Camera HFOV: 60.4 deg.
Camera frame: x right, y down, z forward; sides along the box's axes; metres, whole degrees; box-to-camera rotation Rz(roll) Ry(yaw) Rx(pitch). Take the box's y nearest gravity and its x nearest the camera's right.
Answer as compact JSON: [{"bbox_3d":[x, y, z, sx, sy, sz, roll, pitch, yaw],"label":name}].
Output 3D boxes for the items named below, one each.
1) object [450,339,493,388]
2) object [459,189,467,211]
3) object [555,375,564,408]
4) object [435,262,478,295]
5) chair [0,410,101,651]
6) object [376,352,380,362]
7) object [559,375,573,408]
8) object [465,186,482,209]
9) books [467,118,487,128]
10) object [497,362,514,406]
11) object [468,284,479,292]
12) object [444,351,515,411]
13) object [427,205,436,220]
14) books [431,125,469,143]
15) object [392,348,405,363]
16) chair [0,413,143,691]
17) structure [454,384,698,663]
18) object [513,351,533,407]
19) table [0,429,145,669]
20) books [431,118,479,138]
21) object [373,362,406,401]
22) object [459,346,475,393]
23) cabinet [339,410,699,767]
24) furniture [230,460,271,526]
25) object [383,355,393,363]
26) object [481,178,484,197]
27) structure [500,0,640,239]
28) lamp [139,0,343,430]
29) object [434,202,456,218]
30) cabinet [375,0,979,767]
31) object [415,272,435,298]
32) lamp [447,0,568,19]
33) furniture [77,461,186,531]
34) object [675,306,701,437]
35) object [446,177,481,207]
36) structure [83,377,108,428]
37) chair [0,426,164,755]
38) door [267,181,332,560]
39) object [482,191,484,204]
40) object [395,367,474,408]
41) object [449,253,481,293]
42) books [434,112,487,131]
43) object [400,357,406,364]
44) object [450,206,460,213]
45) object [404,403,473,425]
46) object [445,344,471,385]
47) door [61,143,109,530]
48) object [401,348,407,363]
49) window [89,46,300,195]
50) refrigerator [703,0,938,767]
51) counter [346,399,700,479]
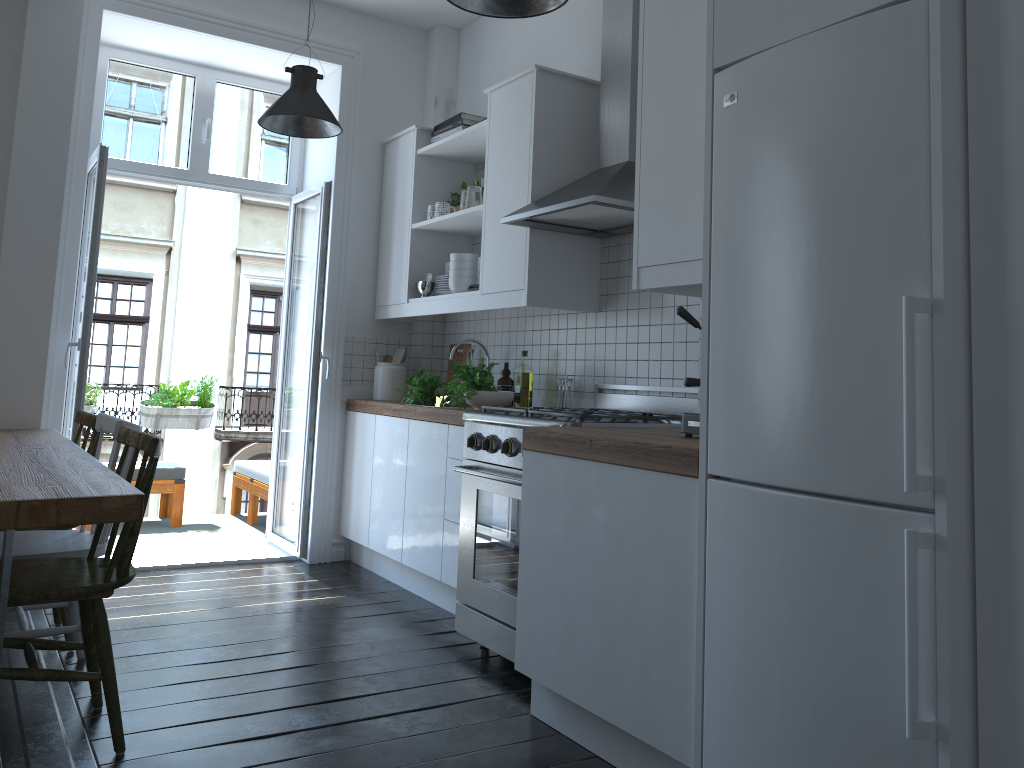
[{"bbox_3d":[-0.162,-0.050,4.437,0.188,0.357,0.272,-1,-5,34],"label":"object"},{"bbox_3d":[-0.218,-0.898,4.356,0.086,0.121,0.085,3,-4,-9],"label":"object"},{"bbox_3d":[0.224,0.047,3.972,0.059,0.175,0.058,4,-6,-18],"label":"object"},{"bbox_3d":[-0.252,-0.534,4.627,0.304,0.197,0.299,3,-2,-31],"label":"object"},{"bbox_3d":[-1.792,0.521,3.234,0.483,0.837,0.465,6,-6,-33],"label":"chair"},{"bbox_3d":[-0.725,-0.045,4.931,0.054,0.266,0.147,-2,-6,33],"label":"object"},{"bbox_3d":[0.239,0.048,3.908,0.059,0.175,0.058,4,-6,-18],"label":"object"},{"bbox_3d":[-0.185,-0.897,4.276,0.086,0.121,0.085,3,-4,-9],"label":"object"},{"bbox_3d":[-0.027,-1.288,4.401,0.273,0.016,0.340,2,0,-31],"label":"books"},{"bbox_3d":[-0.032,0.008,4.371,0.085,0.233,0.084,0,-6,23],"label":"object"},{"bbox_3d":[-0.079,-0.447,4.203,0.275,0.043,0.245,2,0,-39],"label":"object"},{"bbox_3d":[-0.151,-0.016,4.061,0.336,0.272,0.271,5,-4,-42],"label":"object"},{"bbox_3d":[-0.407,-0.898,4.715,0.083,0.101,0.107,0,-3,27],"label":"object"},{"bbox_3d":[-0.241,-1.313,4.716,0.258,0.031,0.328,2,0,-34],"label":"books"},{"bbox_3d":[-0.672,-0.058,4.922,0.064,0.293,0.139,-1,-6,32],"label":"object"},{"bbox_3d":[-1.504,0.527,2.848,0.507,0.853,0.464,5,-6,-32],"label":"chair"},{"bbox_3d":[0.240,0.510,3.292,0.718,1.032,0.697,5,-5,-32],"label":"structure"},{"bbox_3d":[0.054,-0.016,4.163,0.066,0.286,0.066,7,-8,-37],"label":"object"},{"bbox_3d":[-1.903,0.573,2.708,1.013,0.724,2.221,4,-1,-32],"label":"table"},{"bbox_3d":[-0.224,-1.343,4.716,0.286,0.031,0.350,2,0,-32],"label":"books"},{"bbox_3d":[-0.682,-0.012,4.910,0.173,0.211,0.173,4,-4,-28],"label":"object"},{"bbox_3d":[-0.230,-0.046,4.702,0.097,0.321,0.097,6,-7,-32],"label":"object"},{"bbox_3d":[0.017,0.601,3.617,0.726,0.822,3.170,4,-1,-24],"label":"cabinet"},{"bbox_3d":[-1.560,0.745,5.927,0.398,0.378,0.918,4,-2,-32],"label":"furniture"},{"bbox_3d":[-0.702,-0.040,4.937,0.061,0.254,0.116,3,-5,-2],"label":"object"},{"bbox_3d":[-0.153,-0.961,4.593,0.060,0.228,0.059,-3,-8,41],"label":"object"},{"bbox_3d":[0.372,-1.302,3.584,0.526,1.321,0.630,6,-6,-32],"label":"structure"},{"bbox_3d":[-1.557,-0.921,5.041,0.490,2.539,2.690,6,-5,-32],"label":"lamp"},{"bbox_3d":[-0.355,-0.896,4.603,0.082,0.101,0.108,6,-4,-43],"label":"object"},{"bbox_3d":[0.195,-0.174,3.422,0.776,2.396,3.776,6,-3,-28],"label":"cabinet"},{"bbox_3d":[-0.452,-0.512,4.612,0.101,0.136,0.209,4,-2,-20],"label":"object"},{"bbox_3d":[0.000,-1.609,2.609,0.384,0.951,0.382,5,-6,-23],"label":"lamp"},{"bbox_3d":[-2.460,0.708,5.654,0.597,0.379,0.399,3,-3,-32],"label":"furniture"},{"bbox_3d":[0.604,-0.027,2.530,0.351,0.374,0.205,4,-5,-32],"label":"object"},{"bbox_3d":[-0.236,-0.980,4.753,0.162,0.257,0.346,6,-4,-42],"label":"object"},{"bbox_3d":[-2.868,0.095,5.591,0.567,0.382,0.291,4,-4,-42],"label":"structure"},{"bbox_3d":[-1.257,0.548,2.424,0.483,0.838,0.465,6,-6,-33],"label":"chair"},{"bbox_3d":[-1.201,-0.107,4.958,0.104,2.051,0.583,7,-8,-38],"label":"door"},{"bbox_3d":[-0.109,-0.894,4.324,0.086,0.121,0.085,0,-5,27],"label":"object"},{"bbox_3d":[-0.375,0.071,4.359,0.469,0.311,0.281,1,-3,31],"label":"object"},{"bbox_3d":[-0.173,-0.541,4.403,0.307,0.219,0.149,4,-4,-34],"label":"object"},{"bbox_3d":[-0.233,-1.378,4.728,0.258,0.038,0.324,2,0,-30],"label":"books"},{"bbox_3d":[-0.632,-0.035,4.912,0.050,0.250,0.113,0,-6,23],"label":"object"},{"bbox_3d":[-0.201,-0.891,4.680,0.152,0.104,0.392,4,-1,-32],"label":"object"},{"bbox_3d":[-0.309,0.163,4.359,0.352,0.112,0.371,3,0,-32],"label":"object"},{"bbox_3d":[-0.304,-0.057,4.877,0.040,0.334,0.219,6,-6,-32],"label":"object"},{"bbox_3d":[-2.157,-0.145,4.363,0.104,2.051,0.581,6,-7,-27],"label":"door"},{"bbox_3d":[-0.629,-0.057,4.906,0.130,0.300,0.056,-2,-7,37],"label":"object"},{"bbox_3d":[-1.772,-1.492,5.051,1.174,0.665,0.105,3,-6,-32],"label":"window"},{"bbox_3d":[0.869,0.149,2.011,0.677,1.824,0.572,6,-7,-32],"label":"refrigerator"},{"bbox_3d":[-0.018,0.164,3.641,0.842,0.074,3.091,2,0,-32],"label":"counter"}]
